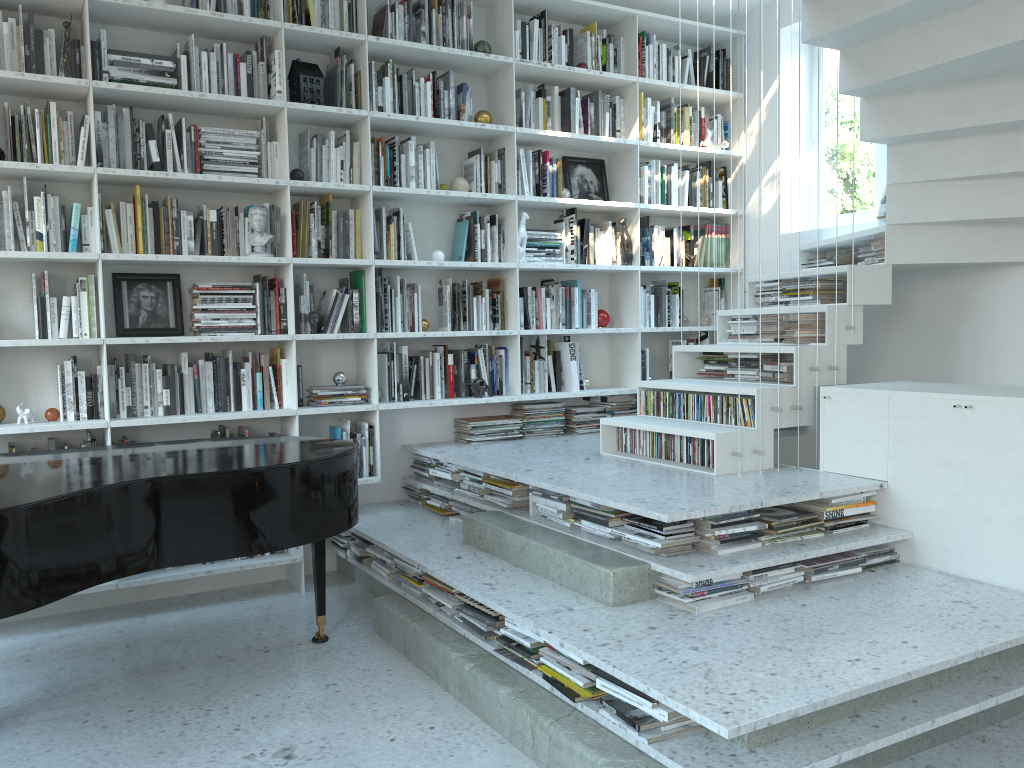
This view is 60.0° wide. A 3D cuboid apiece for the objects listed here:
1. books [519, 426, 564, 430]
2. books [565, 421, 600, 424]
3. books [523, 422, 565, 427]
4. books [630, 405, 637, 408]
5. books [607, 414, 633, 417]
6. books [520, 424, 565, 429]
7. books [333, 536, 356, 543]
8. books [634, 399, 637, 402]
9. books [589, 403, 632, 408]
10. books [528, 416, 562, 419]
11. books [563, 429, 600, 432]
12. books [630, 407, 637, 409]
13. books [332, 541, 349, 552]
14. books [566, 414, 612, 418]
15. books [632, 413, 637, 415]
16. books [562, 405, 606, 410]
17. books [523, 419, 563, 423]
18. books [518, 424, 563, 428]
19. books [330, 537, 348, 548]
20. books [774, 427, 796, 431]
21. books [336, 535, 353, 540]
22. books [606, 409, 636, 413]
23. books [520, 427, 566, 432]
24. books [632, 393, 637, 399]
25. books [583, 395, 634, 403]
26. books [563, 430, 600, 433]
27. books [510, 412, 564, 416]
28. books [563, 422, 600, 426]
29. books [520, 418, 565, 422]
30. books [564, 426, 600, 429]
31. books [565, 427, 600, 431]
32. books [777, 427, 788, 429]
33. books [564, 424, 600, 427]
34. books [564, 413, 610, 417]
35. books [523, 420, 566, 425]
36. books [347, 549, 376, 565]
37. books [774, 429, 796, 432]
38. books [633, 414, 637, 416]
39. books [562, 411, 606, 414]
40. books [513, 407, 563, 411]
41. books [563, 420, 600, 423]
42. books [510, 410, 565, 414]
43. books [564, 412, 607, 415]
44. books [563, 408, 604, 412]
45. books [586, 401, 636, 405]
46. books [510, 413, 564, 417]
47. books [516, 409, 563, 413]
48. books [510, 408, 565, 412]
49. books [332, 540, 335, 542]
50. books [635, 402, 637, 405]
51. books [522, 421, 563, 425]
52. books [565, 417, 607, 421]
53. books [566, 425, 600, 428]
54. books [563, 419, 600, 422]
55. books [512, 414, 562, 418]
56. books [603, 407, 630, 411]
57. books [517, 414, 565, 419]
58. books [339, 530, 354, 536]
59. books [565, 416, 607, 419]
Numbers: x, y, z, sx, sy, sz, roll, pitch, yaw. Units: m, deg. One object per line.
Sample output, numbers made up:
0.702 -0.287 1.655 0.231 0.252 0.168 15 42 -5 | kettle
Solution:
0.155 0.254 5.245 0.254 0.007 0.161 -3 4 -33 | books
0.475 0.223 5.429 0.327 0.008 0.207 -3 4 -31 | books
0.155 0.233 5.242 0.285 0.007 0.159 -3 4 -33 | books
0.819 0.128 5.610 0.354 0.017 0.198 -3 4 -24 | books
0.613 0.187 5.461 0.165 0.014 0.235 -3 4 -29 | books
0.153 0.247 5.248 0.285 0.007 0.159 -3 4 -27 | books
-0.825 0.779 4.583 0.177 0.012 0.278 -3 4 -33 | books
0.814 0.092 5.615 0.354 0.017 0.198 -3 4 -27 | books
0.607 0.129 5.454 0.164 0.015 0.243 -3 4 -26 | books
0.147 0.193 5.246 0.254 0.006 0.160 -3 4 -29 | books
0.477 0.269 5.430 0.327 0.008 0.207 -3 4 -26 | books
0.813 0.140 5.617 0.354 0.009 0.198 -3 4 -31 | books
-0.814 0.826 4.592 0.171 0.016 0.241 -3 4 -29 | books
0.473 0.186 5.426 0.327 0.008 0.207 -3 4 -27 | books
0.816 0.174 5.617 0.354 0.009 0.198 -3 4 -26 | books
0.472 0.139 5.423 0.367 0.007 0.205 -3 4 -27 | books
0.151 0.213 5.247 0.254 0.007 0.160 -3 4 -28 | books
0.154 0.240 5.243 0.254 0.007 0.161 -3 4 -33 | books
-0.823 0.805 4.585 0.179 0.012 0.261 -3 4 -26 | books
1.588 0.263 5.275 0.190 0.011 0.090 -3 4 -31 | books
-0.823 0.769 4.583 0.187 0.009 0.211 -3 4 -30 | books
0.609 0.161 5.457 0.169 0.010 0.282 -3 4 -30 | books
0.157 0.261 5.243 0.285 0.007 0.159 -3 4 -24 | books
0.811 0.075 5.619 0.354 0.017 0.198 -3 4 -29 | books
0.592 0.084 5.443 0.204 0.036 0.266 -3 4 -28 | books
0.479 0.277 5.428 0.327 0.008 0.207 -3 4 -33 | books
0.147 0.171 5.243 0.285 0.005 0.159 -3 4 -30 | books
0.475 0.231 5.430 0.327 0.008 0.207 -3 4 -27 | books
0.150 0.206 5.247 0.285 0.007 0.159 -3 4 -28 | books
0.472 0.253 5.436 0.327 0.008 0.207 -3 4 -29 | books
0.474 0.261 5.435 0.367 0.007 0.205 -3 4 -28 | books
1.573 0.252 5.302 0.243 0.008 0.147 -3 4 -32 | books
0.476 0.239 5.428 0.367 0.007 0.205 -3 4 -32 | books
0.472 0.178 5.429 0.367 0.007 0.205 -3 4 -30 | books
0.155 0.220 5.239 0.285 0.007 0.159 -3 4 -34 | books
-0.677 0.832 4.333 0.189 0.030 0.237 -3 4 -29 | books
1.578 0.277 5.296 0.230 0.020 0.142 -3 4 -29 | books
0.817 0.183 5.616 0.315 0.009 0.199 -3 4 -25 | books
0.473 0.162 5.424 0.327 0.008 0.207 -3 4 -27 | books
0.154 0.144 5.235 0.254 0.006 0.161 -3 4 -34 | books
0.472 0.216 5.431 0.367 0.007 0.205 -3 4 -28 | books
0.151 0.161 5.236 0.285 0.005 0.159 -3 4 -33 | books
0.477 0.171 5.418 0.327 0.008 0.207 -3 4 -24 | books
0.477 0.147 5.415 0.367 0.007 0.205 -3 4 -34 | books
0.606 0.111 5.453 0.159 0.012 0.285 -3 4 -33 | books
0.147 0.177 5.243 0.285 0.005 0.159 -3 4 -28 | books
0.153 0.155 5.237 0.254 0.006 0.160 -3 4 -25 | books
0.152 0.150 5.239 0.285 0.005 0.159 -3 4 -32 | books
-0.815 0.814 4.590 0.155 0.009 0.232 -3 4 -34 | books
0.817 0.110 5.611 0.315 0.018 0.199 -3 4 -33 | books
0.151 0.226 5.248 0.254 0.007 0.160 -3 4 -28 | books
0.475 0.201 5.425 0.367 0.007 0.205 -3 4 -26 | books
0.474 0.246 5.433 0.327 0.008 0.207 -3 4 -30 | books
0.473 0.208 5.430 0.327 0.008 0.207 -3 4 -28 | books
0.148 0.182 5.243 0.254 0.006 0.160 -3 4 -30 | books
0.602 0.146 5.453 0.173 0.019 0.196 -3 4 -24 | books
0.149 0.187 5.242 0.285 0.005 0.159 -3 4 -31 | books
-0.831 0.745 4.577 0.191 0.013 0.243 -3 4 -33 | books
0.475 0.194 5.424 0.327 0.008 0.207 -3 4 -32 | books
